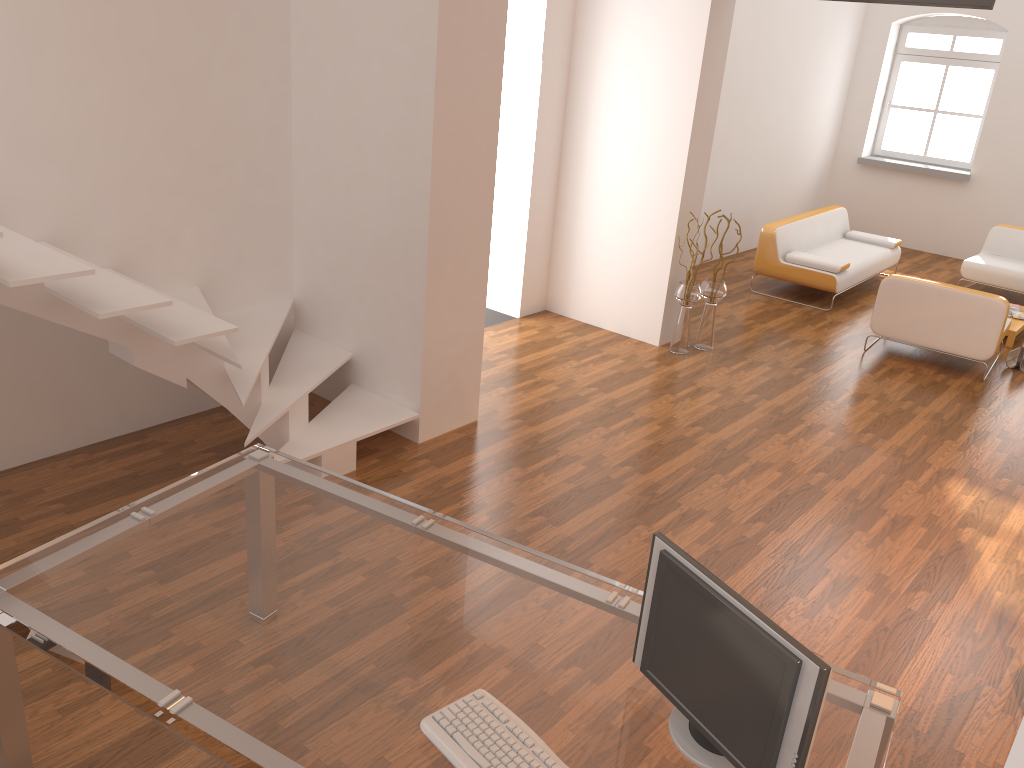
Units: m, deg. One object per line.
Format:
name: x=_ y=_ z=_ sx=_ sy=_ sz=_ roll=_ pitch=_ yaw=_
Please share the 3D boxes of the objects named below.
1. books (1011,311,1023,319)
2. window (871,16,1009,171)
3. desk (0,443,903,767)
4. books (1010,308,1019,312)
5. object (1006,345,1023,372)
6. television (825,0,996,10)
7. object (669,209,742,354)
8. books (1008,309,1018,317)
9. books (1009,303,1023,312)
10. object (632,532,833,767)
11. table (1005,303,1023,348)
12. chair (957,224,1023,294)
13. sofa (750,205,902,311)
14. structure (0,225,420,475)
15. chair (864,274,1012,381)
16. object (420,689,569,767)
books: x=4.607 y=-0.615 z=8.004 sx=0.171 sy=0.004 sz=0.249 roll=13 pitch=24 yaw=20
window: x=5.243 y=-3.566 z=10.850 sx=1.308 sy=1.737 sz=0.142 roll=22 pitch=28 yaw=35
desk: x=-0.267 y=1.006 z=2.458 sx=2.239 sy=0.750 sz=1.092 roll=17 pitch=25 yaw=26
books: x=4.554 y=-0.686 z=8.188 sx=0.249 sy=0.004 sz=0.171 roll=10 pitch=23 yaw=12
object: x=4.136 y=-0.236 z=7.122 sx=0.281 sy=0.217 sz=0.189 roll=-14 pitch=29 yaw=-39
television: x=2.427 y=-2.834 z=5.603 sx=1.388 sy=0.803 sz=0.266 roll=22 pitch=28 yaw=35
object: x=1.368 y=-0.764 z=6.636 sx=0.655 sy=1.112 sz=0.284 roll=-8 pitch=25 yaw=-28
books: x=4.537 y=-0.648 z=8.082 sx=0.249 sy=0.004 sz=0.171 roll=-7 pitch=25 yaw=-27
books: x=4.676 y=-0.721 z=8.300 sx=0.171 sy=0.004 sz=0.249 roll=12 pitch=23 yaw=17
object: x=0.510 y=0.634 z=1.987 sx=0.245 sy=0.418 sz=0.516 roll=-4 pitch=24 yaw=-20
table: x=4.232 y=-0.651 z=8.237 sx=1.000 sy=0.150 sz=1.000 roll=22 pitch=28 yaw=35
chair: x=5.249 y=-1.210 z=9.141 sx=0.923 sy=0.661 sz=0.825 roll=23 pitch=29 yaw=38
sofa: x=3.269 y=-1.337 z=9.030 sx=0.825 sy=0.661 sz=2.010 roll=21 pitch=27 yaw=33
structure: x=-0.602 y=-0.276 z=2.503 sx=4.630 sy=3.042 sz=3.450 roll=22 pitch=28 yaw=35
chair: x=3.470 y=-0.543 z=7.135 sx=0.923 sy=0.661 sz=0.825 roll=19 pitch=26 yaw=30
object: x=0.008 y=0.829 z=1.917 sx=0.200 sy=0.031 sz=0.467 roll=-14 pitch=29 yaw=-38
